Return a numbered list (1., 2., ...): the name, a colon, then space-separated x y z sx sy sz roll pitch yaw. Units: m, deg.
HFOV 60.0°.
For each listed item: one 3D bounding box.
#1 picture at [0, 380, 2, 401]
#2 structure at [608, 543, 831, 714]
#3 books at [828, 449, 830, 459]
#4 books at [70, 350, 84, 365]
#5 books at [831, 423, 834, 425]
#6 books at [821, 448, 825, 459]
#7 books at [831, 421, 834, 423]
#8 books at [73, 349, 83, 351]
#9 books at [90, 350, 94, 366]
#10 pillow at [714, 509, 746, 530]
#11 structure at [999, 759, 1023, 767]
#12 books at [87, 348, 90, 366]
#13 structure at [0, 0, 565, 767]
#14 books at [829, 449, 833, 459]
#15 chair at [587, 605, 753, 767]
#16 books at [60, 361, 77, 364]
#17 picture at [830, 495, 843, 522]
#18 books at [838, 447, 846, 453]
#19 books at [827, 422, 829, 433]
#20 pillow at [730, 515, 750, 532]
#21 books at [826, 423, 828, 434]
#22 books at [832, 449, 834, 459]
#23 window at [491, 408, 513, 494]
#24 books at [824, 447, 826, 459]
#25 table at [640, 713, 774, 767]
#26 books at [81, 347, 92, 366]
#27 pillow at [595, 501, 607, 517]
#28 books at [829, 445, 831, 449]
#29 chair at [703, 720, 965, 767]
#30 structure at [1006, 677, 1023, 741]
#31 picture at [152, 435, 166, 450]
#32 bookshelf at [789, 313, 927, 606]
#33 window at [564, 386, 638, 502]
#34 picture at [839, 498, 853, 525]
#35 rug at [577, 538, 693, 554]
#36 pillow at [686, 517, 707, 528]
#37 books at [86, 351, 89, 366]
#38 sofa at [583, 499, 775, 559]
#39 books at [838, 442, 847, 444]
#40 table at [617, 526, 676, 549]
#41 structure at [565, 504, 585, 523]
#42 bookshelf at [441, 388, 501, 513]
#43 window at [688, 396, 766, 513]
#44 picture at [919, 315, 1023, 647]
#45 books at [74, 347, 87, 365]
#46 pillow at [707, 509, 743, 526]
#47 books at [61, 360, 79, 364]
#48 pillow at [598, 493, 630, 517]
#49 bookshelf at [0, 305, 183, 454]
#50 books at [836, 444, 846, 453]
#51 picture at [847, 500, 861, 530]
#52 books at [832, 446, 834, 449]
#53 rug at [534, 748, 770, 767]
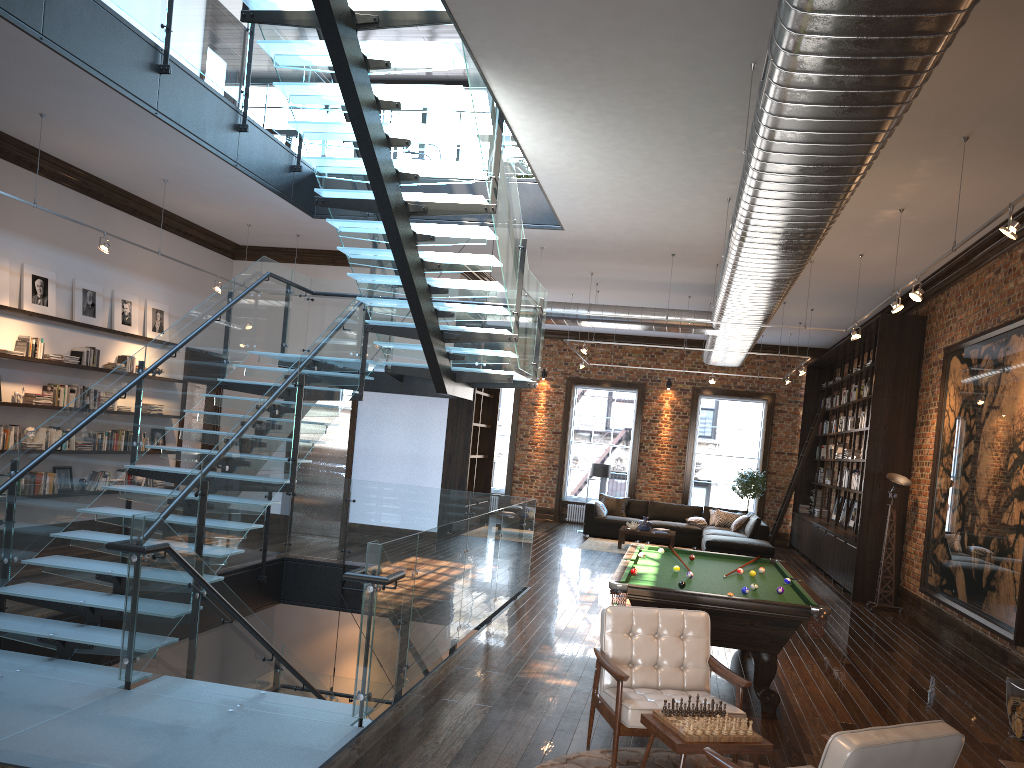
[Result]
1. picture: -5.466 0.023 9.274 0.077 0.300 0.301 6 -1 11
2. structure: 1.679 2.011 7.656 1.550 0.851 2.964 5 -3 11
3. books: 6.465 1.422 17.870 0.191 0.196 0.034 5 1 11
4. books: -5.137 -0.310 10.468 0.166 0.161 0.037 5 1 11
5. books: 6.591 0.924 18.201 0.166 0.250 0.079 5 1 11
6. books: 6.569 1.455 18.461 0.231 0.225 0.024 5 1 11
7. books: 6.608 0.912 18.271 0.190 0.281 0.006 5 1 11
8. books: -5.147 -0.321 10.494 0.126 0.184 0.042 5 1 11
9. books: -5.104 -0.315 10.672 0.130 0.203 0.014 5 1 11
10. pillow: 4.360 2.708 17.744 0.610 0.362 0.288 5 -1 15
11. structure: 3.527 1.476 4.803 0.885 1.908 2.003 5 -1 11
12. books: -5.122 -0.325 10.595 0.153 0.211 0.023 5 1 11
13. structure: -1.868 0.340 7.737 3.571 14.506 7.052 6 0 11
14. books: 6.383 1.388 17.500 0.235 0.202 0.046 5 1 11
15. chair: 0.887 1.770 5.087 0.769 0.866 0.741 5 -1 -9
16. books: -5.191 -0.249 10.315 0.142 0.011 0.256 5 -4 9
17. picture: 6.316 2.421 17.256 0.112 0.498 0.508 6 -1 11
18. books: 6.326 1.337 17.008 0.147 0.233 0.036 5 1 11
19. books: 6.592 0.923 18.247 0.183 0.254 0.046 5 1 11
20. pillow: 4.435 2.719 17.254 0.313 0.355 0.630 5 -2 11
21. books: 6.602 0.933 18.326 0.188 0.246 0.005 5 1 11
22. books: 6.398 1.383 17.439 0.186 0.208 0.017 5 1 11
23. window: -0.716 1.226 21.241 1.518 2.755 0.155 5 1 11
24. books: 6.582 1.432 18.387 0.180 0.263 0.015 5 1 11
25. table: 0.905 1.904 4.277 0.517 0.495 0.462 6 -1 -14
26. books: -5.111 -0.326 10.611 0.155 0.217 0.011 5 1 11
27. pillow: 1.822 2.548 18.057 0.243 0.305 0.575 5 -2 12
28. books: 6.480 1.380 17.902 0.185 0.286 0.036 5 1 11
29. chair: 1.244 1.707 3.567 0.771 0.866 0.739 6 -1 -29
30. structure: 3.886 2.085 6.190 0.537 0.920 0.929 5 -1 12
31. picture: -4.923 0.776 12.356 0.077 0.300 0.301 6 -1 11
32. bookshelf: 5.890 1.336 15.841 0.599 3.999 7.427 6 -2 11
33. window: 2.079 1.452 20.705 1.518 2.755 0.155 5 1 11
34. picture: 6.130 2.343 16.292 0.112 0.498 0.508 6 -1 11
35. rug: 2.326 3.043 16.371 2.018 0.003 2.120 5 -4 11
36. pillow: 3.708 2.777 17.839 0.408 0.204 0.612 5 -3 9
37. books: -5.114 -0.312 10.546 0.166 0.180 0.028 5 1 11
38. sofa: 3.052 2.742 16.904 3.495 0.804 3.459 5 -3 11
39. books: 6.349 1.293 17.077 0.161 0.331 0.006 5 1 11
40. table: 2.510 2.892 16.464 0.999 0.345 1.003 5 -3 11
41. structure: 1.877 3.023 20.466 1.299 0.396 0.216 5 0 11
42. bookshelf: -0.635 0.867 14.158 0.400 3.519 1.784 6 0 11
43. window: 4.877 1.679 20.169 1.518 2.755 0.155 5 1 11
44. picture: 4.889 0.932 9.313 0.080 3.003 3.208 6 -1 11
45. books: -5.126 -0.329 10.523 0.156 0.208 0.022 5 1 11
46. pillow: 4.320 2.743 17.934 0.702 0.338 0.270 5 -1 11
47. books: -5.192 -0.259 10.315 0.140 0.011 0.286 5 -4 12
48. pillow: 2.072 2.517 18.403 0.699 0.440 0.305 5 0 11
49. bookshelf: -5.159 0.309 10.634 0.200 2.055 4.086 6 -3 11
50. books: 6.321 1.312 17.062 0.188 0.287 0.013 5 1 11
51. picture: 5.971 2.276 15.464 0.112 0.498 0.508 6 -1 11
52. books: 6.418 1.363 17.537 0.177 0.264 0.042 5 1 11
53. rug: 0.977 2.156 4.385 1.966 0.015 1.976 5 -4 13
